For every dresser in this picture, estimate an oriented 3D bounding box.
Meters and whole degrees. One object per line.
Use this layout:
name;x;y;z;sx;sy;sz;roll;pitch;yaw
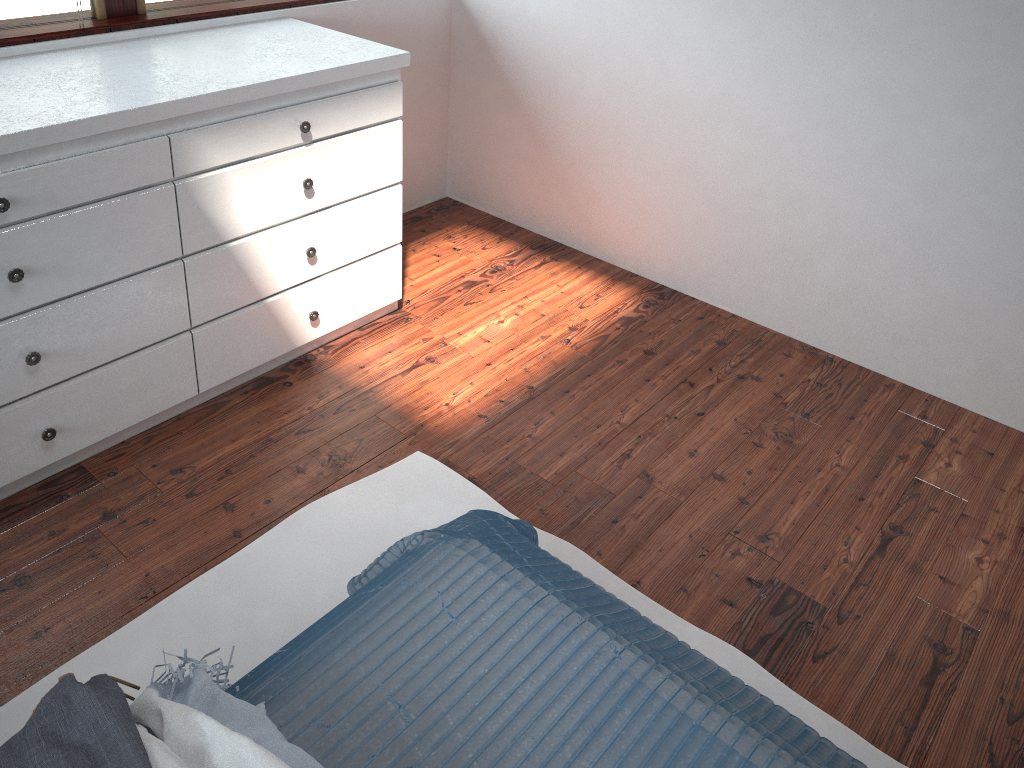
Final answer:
dresser;-1.547;-0.083;1.819;0.636;0.818;3.251;24;38;31

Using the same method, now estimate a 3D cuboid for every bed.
bed;-0.096;1.004;0.419;2.217;0.717;2.682;27;39;32

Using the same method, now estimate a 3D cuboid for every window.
window;1.760;-1.363;1.710;5.451;1.802;8.657;26;39;31

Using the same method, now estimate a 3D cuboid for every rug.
rug;0.188;1.086;0.915;2.808;0.045;1.877;27;40;32

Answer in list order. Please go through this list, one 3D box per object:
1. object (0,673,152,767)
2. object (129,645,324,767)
object;-0.121;1.029;0.420;0.646;0.378;2.229;-21;40;-34
object;0.313;0.906;0.820;2.219;0.350;0.561;25;37;29
